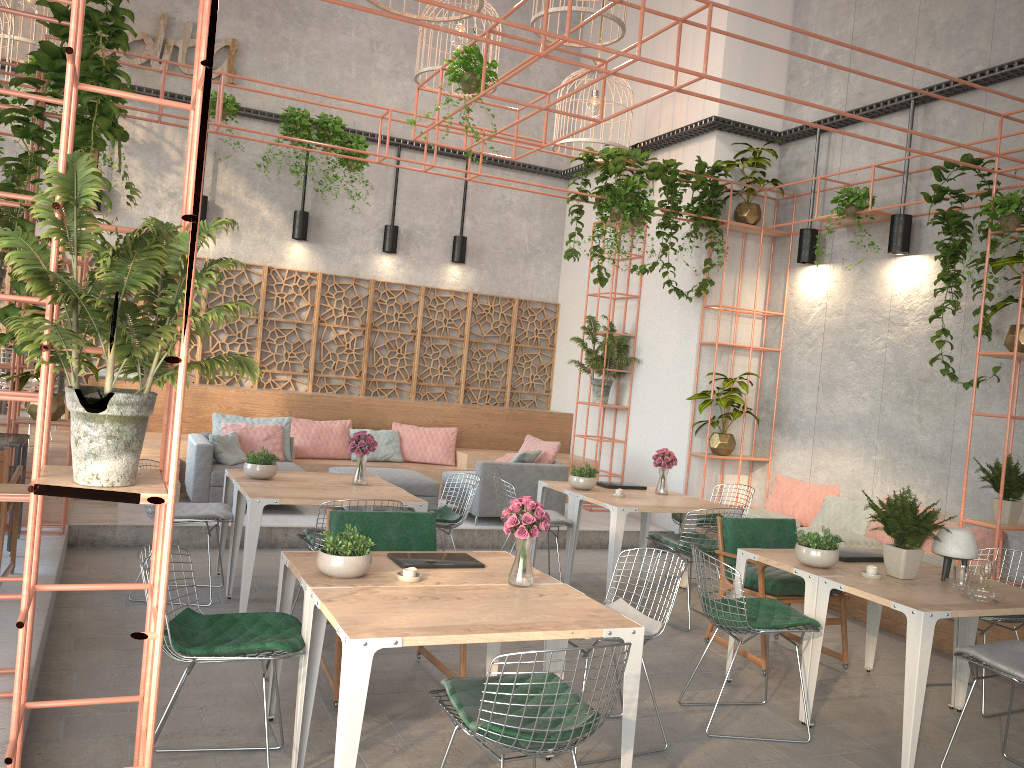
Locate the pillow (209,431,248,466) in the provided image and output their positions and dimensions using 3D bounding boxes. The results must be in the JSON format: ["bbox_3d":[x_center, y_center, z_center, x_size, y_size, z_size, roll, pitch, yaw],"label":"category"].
[{"bbox_3d":[-2.821,0.654,8.935,0.307,0.324,0.499,5,1,11],"label":"pillow"}]

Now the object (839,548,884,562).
[{"bbox_3d":[2.144,1.071,5.559,0.427,0.031,0.268,5,1,-24],"label":"object"}]

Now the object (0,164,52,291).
[{"bbox_3d":[-4.038,-1.150,6.895,0.900,1.101,0.894,6,1,30],"label":"object"}]

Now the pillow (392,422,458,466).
[{"bbox_3d":[-1.110,0.752,11.096,0.839,0.474,0.276,5,1,-4],"label":"pillow"}]

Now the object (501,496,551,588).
[{"bbox_3d":[0.053,0.719,4.065,0.225,0.414,0.213,5,1,-32],"label":"object"}]

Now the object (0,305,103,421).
[{"bbox_3d":[-3.682,-0.178,6.918,0.903,0.923,0.934,6,1,32],"label":"object"}]

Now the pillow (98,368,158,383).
[{"bbox_3d":[-4.386,-0.097,10.161,0.637,0.149,0.491,5,1,-23],"label":"pillow"}]

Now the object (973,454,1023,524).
[{"bbox_3d":[3.687,0.773,6.617,0.368,0.527,0.438,5,1,-24],"label":"object"}]

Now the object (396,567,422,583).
[{"bbox_3d":[-0.462,0.854,3.992,0.115,0.073,0.115,5,1,-30],"label":"object"}]

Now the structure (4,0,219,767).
[{"bbox_3d":[-1.329,-0.160,2.972,0.424,3.602,0.624,5,1,-24],"label":"structure"}]

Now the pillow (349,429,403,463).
[{"bbox_3d":[-1.658,0.751,10.827,0.666,0.385,0.289,5,1,-29],"label":"pillow"}]

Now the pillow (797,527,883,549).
[{"bbox_3d":[2.985,1.426,8.139,0.491,0.149,0.637,5,1,-23],"label":"pillow"}]

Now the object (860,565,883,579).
[{"bbox_3d":[2.017,1.048,4.973,0.115,0.078,0.115,5,1,-19],"label":"object"}]

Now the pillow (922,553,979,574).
[{"bbox_3d":[3.401,1.477,7.213,0.491,0.149,0.637,5,1,-23],"label":"pillow"}]

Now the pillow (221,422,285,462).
[{"bbox_3d":[-2.724,0.608,9.305,0.666,0.385,0.289,5,1,-24],"label":"pillow"}]

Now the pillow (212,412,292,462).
[{"bbox_3d":[-2.771,0.570,9.447,0.839,0.474,0.276,5,1,-24],"label":"pillow"}]

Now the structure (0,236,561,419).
[{"bbox_3d":[-3.196,-0.446,11.225,9.782,2.103,0.132,5,1,-24],"label":"structure"}]

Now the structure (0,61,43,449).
[{"bbox_3d":[-4.192,-0.677,6.862,0.722,3.623,0.748,5,1,-24],"label":"structure"}]

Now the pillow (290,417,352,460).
[{"bbox_3d":[-2.273,0.652,10.569,0.839,0.474,0.276,5,1,-34],"label":"pillow"}]

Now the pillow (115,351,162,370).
[{"bbox_3d":[-4.403,-0.309,10.447,0.499,0.324,0.307,5,1,-9],"label":"pillow"}]

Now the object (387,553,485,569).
[{"bbox_3d":[-0.378,0.880,4.396,0.427,0.031,0.268,5,1,-24],"label":"object"}]

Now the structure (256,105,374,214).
[{"bbox_3d":[-2.313,-2.731,10.560,1.434,1.290,0.670,5,1,-24],"label":"structure"}]

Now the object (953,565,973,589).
[{"bbox_3d":[2.472,1.062,4.872,0.095,0.119,0.095,5,1,0],"label":"object"}]

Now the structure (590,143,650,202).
[{"bbox_3d":[1.299,-2.586,10.967,0.903,0.803,0.934,6,1,37],"label":"structure"}]

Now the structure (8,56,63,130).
[{"bbox_3d":[-4.983,-3.120,9.392,0.605,0.972,0.587,5,1,-26],"label":"structure"}]

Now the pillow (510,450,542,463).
[{"bbox_3d":[0.089,0.879,9.596,0.308,0.349,0.495,6,1,25],"label":"pillow"}]

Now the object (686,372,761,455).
[{"bbox_3d":[2.278,0.306,9.675,0.903,0.919,0.934,6,1,37],"label":"object"}]

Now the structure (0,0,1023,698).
[{"bbox_3d":[3.186,-0.397,8.188,14.096,4.345,4.501,5,1,-26],"label":"structure"}]

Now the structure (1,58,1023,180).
[{"bbox_3d":[2.631,-2.724,5.298,15.203,0.110,15.603,5,1,-24],"label":"structure"}]

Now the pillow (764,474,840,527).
[{"bbox_3d":[2.988,1.225,9.199,0.276,0.474,0.839,5,1,-34],"label":"pillow"}]

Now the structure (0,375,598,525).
[{"bbox_3d":[-2.880,0.659,9.595,9.152,1.111,3.396,5,1,-24],"label":"structure"}]

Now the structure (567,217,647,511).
[{"bbox_3d":[1.184,-0.244,11.121,0.424,3.596,0.624,5,1,-24],"label":"structure"}]

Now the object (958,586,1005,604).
[{"bbox_3d":[2.452,1.103,4.631,0.218,0.041,0.218,5,1,-16],"label":"object"}]

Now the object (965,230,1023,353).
[{"bbox_3d":[3.788,-0.690,6.469,0.903,0.947,0.934,6,1,27],"label":"object"}]

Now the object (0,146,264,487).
[{"bbox_3d":[-1.301,-0.226,2.903,0.900,1.100,0.894,5,1,5],"label":"object"}]

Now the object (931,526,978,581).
[{"bbox_3d":[2.532,0.980,5.079,0.241,0.313,0.241,6,1,21],"label":"object"}]

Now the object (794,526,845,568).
[{"bbox_3d":[1.774,0.935,5.149,0.254,0.247,0.248,5,1,-24],"label":"object"}]

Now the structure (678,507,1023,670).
[{"bbox_3d":[5.393,1.934,9.026,5.831,0.500,4.386,5,1,-24],"label":"structure"}]

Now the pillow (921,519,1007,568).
[{"bbox_3d":[3.751,1.367,7.438,0.289,0.385,0.666,5,1,-29],"label":"pillow"}]

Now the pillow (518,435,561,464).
[{"bbox_3d":[0.250,0.842,10.031,0.273,0.476,0.836,5,1,-24],"label":"pillow"}]

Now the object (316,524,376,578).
[{"bbox_3d":[-0.747,0.744,3.987,0.252,0.247,0.247,5,1,-24],"label":"object"}]

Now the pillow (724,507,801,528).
[{"bbox_3d":[2.556,1.374,9.095,0.491,0.149,0.637,5,1,-23],"label":"pillow"}]

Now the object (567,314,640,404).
[{"bbox_3d":[1.128,-0.303,11.018,0.900,1.097,0.894,5,1,5],"label":"object"}]

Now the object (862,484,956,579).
[{"bbox_3d":[2.218,0.834,5.050,0.368,0.527,0.438,5,1,-24],"label":"object"}]

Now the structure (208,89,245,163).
[{"bbox_3d":[-3.359,-2.981,10.128,0.605,0.972,0.587,5,1,-26],"label":"structure"}]

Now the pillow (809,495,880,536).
[{"bbox_3d":[3.227,1.303,8.606,0.289,0.385,0.666,5,1,-29],"label":"pillow"}]

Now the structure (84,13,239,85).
[{"bbox_3d":[-4.198,-4.069,10.565,1.807,0.695,0.087,5,1,-24],"label":"structure"}]

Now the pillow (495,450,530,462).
[{"bbox_3d":[-0.047,0.880,10.030,0.441,0.317,0.479,5,1,-43],"label":"pillow"}]

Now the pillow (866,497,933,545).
[{"bbox_3d":[3.472,1.285,8.014,0.276,0.474,0.839,5,1,-4],"label":"pillow"}]
